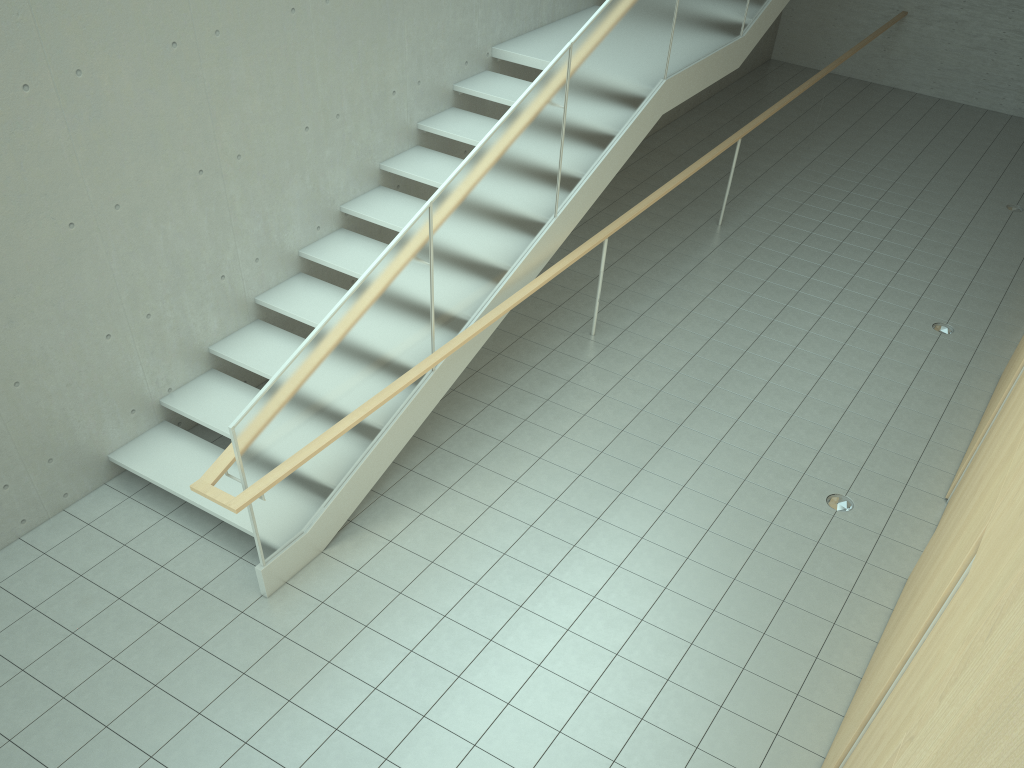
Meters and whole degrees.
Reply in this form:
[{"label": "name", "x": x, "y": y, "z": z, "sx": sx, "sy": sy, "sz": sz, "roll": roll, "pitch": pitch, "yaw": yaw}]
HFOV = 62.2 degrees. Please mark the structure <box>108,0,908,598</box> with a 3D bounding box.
[{"label": "structure", "x": 1.234, "y": -3.376, "z": 7.334, "sx": 1.800, "sy": 4.957, "sz": 11.300, "roll": 27, "pitch": 45, "yaw": 25}]
